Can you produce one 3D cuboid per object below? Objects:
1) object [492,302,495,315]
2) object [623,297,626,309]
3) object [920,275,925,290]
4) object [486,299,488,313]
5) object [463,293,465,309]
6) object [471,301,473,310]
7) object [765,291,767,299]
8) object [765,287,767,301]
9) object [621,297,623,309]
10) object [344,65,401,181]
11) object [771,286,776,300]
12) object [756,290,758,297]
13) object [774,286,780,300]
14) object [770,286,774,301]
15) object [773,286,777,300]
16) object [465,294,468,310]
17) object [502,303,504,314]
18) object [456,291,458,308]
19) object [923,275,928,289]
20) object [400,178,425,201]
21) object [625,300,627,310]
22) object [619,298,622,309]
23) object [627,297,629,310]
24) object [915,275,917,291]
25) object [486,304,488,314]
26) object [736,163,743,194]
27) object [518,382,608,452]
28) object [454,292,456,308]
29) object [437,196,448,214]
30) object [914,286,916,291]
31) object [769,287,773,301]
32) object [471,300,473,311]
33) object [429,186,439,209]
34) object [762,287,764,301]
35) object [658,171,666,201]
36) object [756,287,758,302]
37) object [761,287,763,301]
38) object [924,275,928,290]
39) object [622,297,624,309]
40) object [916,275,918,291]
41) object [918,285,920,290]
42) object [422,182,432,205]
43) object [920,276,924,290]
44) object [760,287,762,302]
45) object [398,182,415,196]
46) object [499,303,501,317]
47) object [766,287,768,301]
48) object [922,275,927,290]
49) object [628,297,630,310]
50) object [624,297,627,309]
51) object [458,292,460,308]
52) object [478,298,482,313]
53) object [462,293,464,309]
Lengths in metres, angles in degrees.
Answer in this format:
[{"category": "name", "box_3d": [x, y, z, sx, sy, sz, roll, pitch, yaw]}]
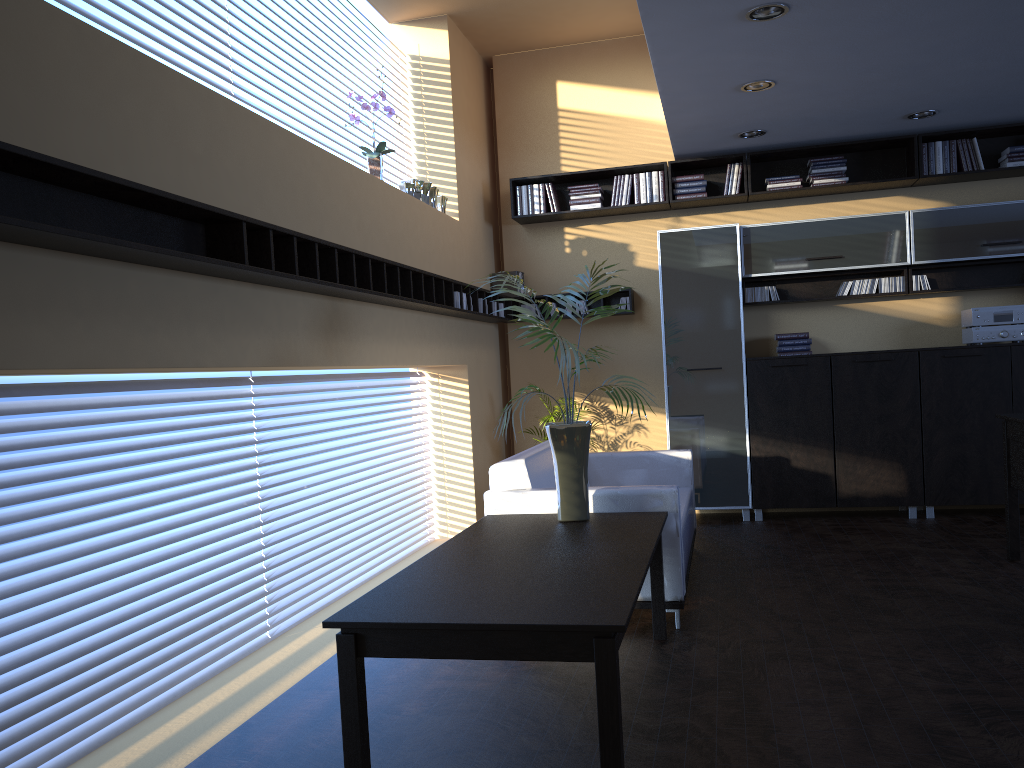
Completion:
[{"category": "object", "box_3d": [-0.213, -0.612, 7.281, 0.142, 0.118, 0.040, -3, 2, 13]}, {"category": "object", "box_3d": [0.976, -0.684, 7.657, 0.030, 0.120, 0.142, -3, 1, 13]}, {"category": "object", "box_3d": [3.277, -0.806, 7.101, 0.030, 0.120, 0.142, -3, 1, 14]}, {"category": "object", "box_3d": [-0.265, -0.607, 7.039, 0.140, 0.118, 0.026, -3, 2, 13]}, {"category": "object", "box_3d": [-0.414, -0.592, 6.412, 0.142, 0.120, 0.009, -3, 2, 14]}, {"category": "object", "box_3d": [-0.368, -0.596, 6.623, 0.140, 0.116, 0.036, -3, 2, 14]}, {"category": "object", "box_3d": [2.111, -0.745, 7.382, 0.009, 0.120, 0.142, -3, 1, 13]}, {"category": "object", "box_3d": [2.111, -0.745, 7.379, 0.006, 0.118, 0.140, -3, 1, 13]}, {"category": "object", "box_3d": [0.956, -0.683, 7.662, 0.030, 0.120, 0.142, -3, 1, 13]}, {"category": "object", "box_3d": [-0.868, -1.598, 5.569, 0.351, 0.696, 0.437, -3, 2, -7]}, {"category": "object", "box_3d": [2.172, -0.748, 7.370, 0.030, 0.120, 0.142, -3, 1, 13]}, {"category": "object", "box_3d": [2.043, -0.741, 7.398, 0.009, 0.120, 0.142, -3, 1, 14]}, {"category": "object", "box_3d": [2.195, -0.748, 7.361, 0.040, 0.118, 0.142, -3, 1, 13]}, {"category": "object", "box_3d": [2.161, -0.747, 7.369, 0.030, 0.120, 0.142, -3, 1, 13]}, {"category": "object", "box_3d": [2.180, -0.748, 7.361, 0.030, 0.120, 0.142, -3, 1, 13]}, {"category": "object", "box_3d": [-0.400, -0.593, 6.497, 0.142, 0.118, 0.040, -3, 2, 14]}, {"category": "object", "box_3d": [-0.143, -0.620, 7.539, 0.142, 0.120, 0.009, -3, 2, 13]}, {"category": "object", "box_3d": [-0.454, -0.588, 6.260, 0.142, 0.120, 0.009, -3, 2, 14]}, {"category": "object", "box_3d": [3.298, -0.808, 7.100, 0.030, 0.120, 0.142, -3, 1, 14]}, {"category": "object", "box_3d": [-0.694, -1.346, 6.229, 0.126, 0.160, 0.132, -2, 2, 34]}, {"category": "object", "box_3d": [0.987, -0.684, 7.655, 0.030, 0.124, 0.142, -3, 1, 13]}, {"category": "object", "box_3d": [0.942, -0.681, 7.666, 0.040, 0.118, 0.142, -3, 1, 13]}, {"category": "object", "box_3d": [1.006, -0.686, 7.650, 0.009, 0.120, 0.142, -3, 1, 13]}, {"category": "object", "box_3d": [3.226, -0.804, 7.109, 0.009, 0.120, 0.142, -3, 1, 13]}, {"category": "object", "box_3d": [-0.269, -0.607, 7.039, 0.142, 0.120, 0.030, -3, 2, 13]}, {"category": "object", "box_3d": [1.875, -1.673, 7.315, 0.075, 0.260, 0.207, -3, 2, 13]}, {"category": "object", "box_3d": [0.444, 0.582, 7.484, 0.840, 1.242, 0.689, -5, 2, -43]}, {"category": "object", "box_3d": [-0.461, -0.586, 6.236, 0.142, 0.118, 0.040, -3, 2, 13]}, {"category": "object", "box_3d": [-0.558, -1.355, 6.799, 0.117, 0.149, 0.124, -3, 2, 14]}, {"category": "object", "box_3d": [3.217, -0.804, 7.116, 0.009, 0.120, 0.142, -3, 1, 13]}, {"category": "object", "box_3d": [2.151, -0.747, 7.370, 0.026, 0.118, 0.140, -3, 1, 14]}, {"category": "object", "box_3d": [-0.369, -0.596, 6.623, 0.142, 0.118, 0.040, -3, 2, 13]}, {"category": "object", "box_3d": [-0.612, -1.362, 6.577, 0.137, 0.174, 0.144, -3, 2, 4]}, {"category": "object", "box_3d": [2.091, -0.744, 7.385, 0.009, 0.120, 0.142, -3, 1, 13]}, {"category": "object", "box_3d": [1.268, -1.641, 7.457, 0.050, 0.258, 0.207, -3, 2, 13]}, {"category": "object", "box_3d": [2.043, -0.741, 7.397, 0.006, 0.118, 0.140, -3, 1, 14]}, {"category": "object", "box_3d": [2.082, -0.743, 7.390, 0.009, 0.120, 0.142, -3, 1, 13]}, {"category": "object", "box_3d": [3.298, -0.808, 7.097, 0.026, 0.118, 0.140, -3, 1, 14]}, {"category": "object", "box_3d": [0.966, -0.683, 7.660, 0.030, 0.120, 0.142, -3, 1, 13]}, {"category": "object", "box_3d": [3.237, -0.805, 7.112, 0.009, 0.120, 0.142, -3, 1, 14]}, {"category": "object", "box_3d": [3.247, -0.805, 7.110, 0.009, 0.120, 0.142, -3, 1, 13]}, {"category": "object", "box_3d": [-0.656, -1.357, 6.404, 0.137, 0.174, 0.144, -4, 2, -26]}, {"category": "object", "box_3d": [3.268, -0.806, 7.106, 0.026, 0.118, 0.140, -3, 1, 14]}, {"category": "object", "box_3d": [2.072, -0.743, 7.394, 0.009, 0.120, 0.142, -3, 1, 14]}, {"category": "object", "box_3d": [-0.724, -1.320, 6.103, 0.089, 0.114, 0.094, -5, 2, -41]}, {"category": "object", "box_3d": [-0.164, -0.617, 7.467, 0.142, 0.118, 0.040, -3, 2, 13]}, {"category": "object", "box_3d": [2.120, -0.745, 7.378, 0.009, 0.120, 0.142, -3, 1, 13]}, {"category": "object", "box_3d": [3.287, -0.807, 7.099, 0.030, 0.120, 0.142, -3, 1, 14]}, {"category": "object", "box_3d": [1.016, -0.687, 7.648, 0.009, 0.120, 0.142, -3, 1, 13]}, {"category": "object", "box_3d": [0.986, -0.685, 7.655, 0.030, 0.120, 0.142, -3, 1, 13]}, {"category": "object", "box_3d": [-0.444, -0.589, 6.320, 0.142, 0.120, 0.009, -3, 2, 13]}, {"category": "object", "box_3d": [-0.304, -0.602, 6.891, 0.142, 0.118, 0.040, -3, 2, 13]}, {"category": "object", "box_3d": [-0.418, -0.592, 6.403, 0.142, 0.120, 0.009, -3, 2, 13]}]
